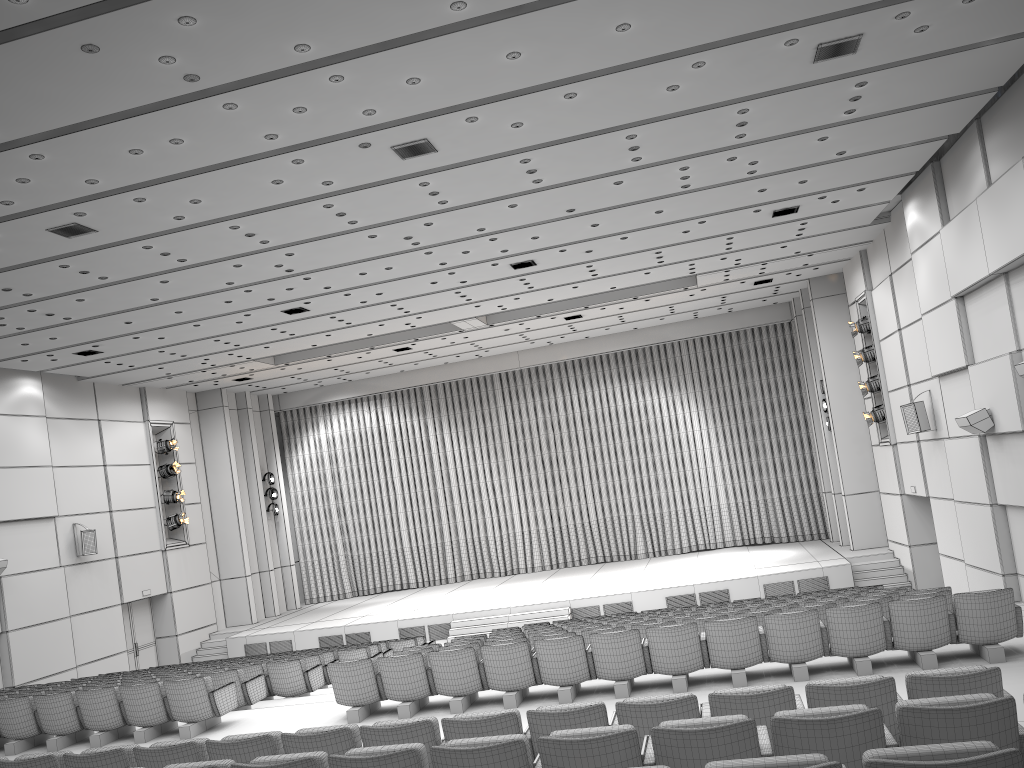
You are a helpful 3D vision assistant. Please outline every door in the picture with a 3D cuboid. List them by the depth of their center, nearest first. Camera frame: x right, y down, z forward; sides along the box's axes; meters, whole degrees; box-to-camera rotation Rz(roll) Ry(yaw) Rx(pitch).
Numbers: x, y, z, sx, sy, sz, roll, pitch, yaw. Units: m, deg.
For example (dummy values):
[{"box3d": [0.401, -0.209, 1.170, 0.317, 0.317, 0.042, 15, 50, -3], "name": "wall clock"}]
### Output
[{"box3d": [-9.162, 6.352, 21.510, 0.086, 2.169, 1.702, -9, -4, 12], "name": "door"}]

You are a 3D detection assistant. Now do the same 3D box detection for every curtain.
[{"box3d": [0.942, 2.415, 26.781, 16.169, 6.493, 1.432, -10, -3, 12], "name": "curtain"}]

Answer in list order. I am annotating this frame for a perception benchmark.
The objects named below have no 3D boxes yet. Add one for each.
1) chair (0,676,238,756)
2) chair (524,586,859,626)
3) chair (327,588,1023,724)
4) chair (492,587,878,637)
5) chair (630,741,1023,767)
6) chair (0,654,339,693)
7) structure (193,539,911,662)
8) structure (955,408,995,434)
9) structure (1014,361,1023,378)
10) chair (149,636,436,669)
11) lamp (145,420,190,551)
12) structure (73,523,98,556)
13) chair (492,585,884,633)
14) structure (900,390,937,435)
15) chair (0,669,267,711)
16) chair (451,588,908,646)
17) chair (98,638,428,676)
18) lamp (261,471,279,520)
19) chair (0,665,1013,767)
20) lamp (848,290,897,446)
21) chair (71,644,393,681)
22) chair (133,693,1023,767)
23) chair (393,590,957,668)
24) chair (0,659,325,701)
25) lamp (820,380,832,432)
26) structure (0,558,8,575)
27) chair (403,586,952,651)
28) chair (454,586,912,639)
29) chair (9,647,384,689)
[{"box3d": [-6.340, 3.993, 10.332, 6.616, 0.619, 0.613, -10, -5, 12], "name": "chair"}, {"box3d": [3.224, 4.316, 16.118, 6.065, 0.619, 0.613, -10, -5, 12], "name": "chair"}, {"box3d": [1.361, 2.654, 8.651, 6.616, 0.619, 0.613, -10, -5, 12], "name": "chair"}, {"box3d": [2.671, 3.844, 13.984, 6.065, 0.619, 0.613, -10, -5, 12], "name": "chair"}, {"box3d": [-4.064, 2.492, 4.294, 13.232, 0.619, 0.613, -10, -5, 12], "name": "chair"}, {"box3d": [-5.547, 4.706, 13.531, 6.065, 0.619, 0.613, -10, -5, 12], "name": "chair"}, {"box3d": [0.850, 5.775, 23.536, 17.862, 0.842, 8.340, -10, -7, 12], "name": "structure"}, {"box3d": [6.961, 0.531, 13.224, 0.471, 0.415, 0.521, -9, -5, 9], "name": "structure"}, {"box3d": [6.465, -0.229, 10.750, 0.471, 0.415, 0.522, -9, -5, 8], "name": "structure"}, {"box3d": [-4.477, 5.655, 17.799, 6.065, 0.619, 0.613, -10, -5, 12], "name": "chair"}, {"box3d": [-8.880, 2.595, 22.797, 0.747, 3.326, 1.021, -9, -3, 12], "name": "lamp"}, {"box3d": [-9.419, 3.418, 19.540, 0.409, 0.741, 0.412, -6, -4, -31], "name": "structure"}, {"box3d": [2.913, 4.086, 15.055, 6.616, 0.619, 0.613, -10, -5, 12], "name": "chair"}, {"box3d": [7.342, 0.514, 15.977, 0.409, 0.741, 0.412, -6, -4, -31], "name": "structure"}, {"box3d": [-6.064, 4.229, 11.396, 6.065, 0.619, 0.613, -10, -5, 12], "name": "chair"}, {"box3d": [2.154, 3.367, 11.849, 6.065, 0.619, 0.613, -10, -5, 12], "name": "chair"}, {"box3d": [-4.787, 5.425, 16.737, 6.616, 0.619, 0.613, -10, -5, 12], "name": "chair"}, {"box3d": [-7.196, 3.281, 26.286, 0.438, 1.472, 0.385, -9, -3, 16], "name": "lamp"}, {"box3d": [-3.546, 2.969, 6.428, 13.232, 0.619, 0.613, -10, -5, 12], "name": "chair"}, {"box3d": [7.855, -0.313, 19.163, 0.756, 3.326, 1.024, -9, -3, 8], "name": "lamp"}, {"box3d": [-5.029, 5.183, 15.666, 6.065, 0.619, 0.613, -10, -5, 12], "name": "chair"}, {"box3d": [-3.779, 2.726, 5.355, 13.783, 0.619, 0.613, -10, -5, 12], "name": "chair"}, {"box3d": [1.636, 2.890, 9.714, 6.065, 0.619, 0.613, -10, -5, 12], "name": "chair"}, {"box3d": [-5.822, 4.471, 12.467, 6.616, 0.619, 0.613, -10, -5, 12], "name": "chair"}, {"box3d": [7.862, 0.519, 21.775, 0.437, 1.472, 0.386, -9, -3, 8], "name": "lamp"}, {"box3d": [-10.045, 3.488, 16.936, 0.472, 0.415, 0.521, -10, -5, 13], "name": "structure"}, {"box3d": [1.878, 3.131, 10.785, 6.616, 0.619, 0.613, -10, -5, 12], "name": "chair"}, {"box3d": [2.396, 3.609, 12.920, 6.616, 0.619, 0.613, -10, -5, 12], "name": "chair"}, {"box3d": [-5.305, 4.948, 14.602, 6.616, 0.619, 0.613, -10, -5, 12], "name": "chair"}]
